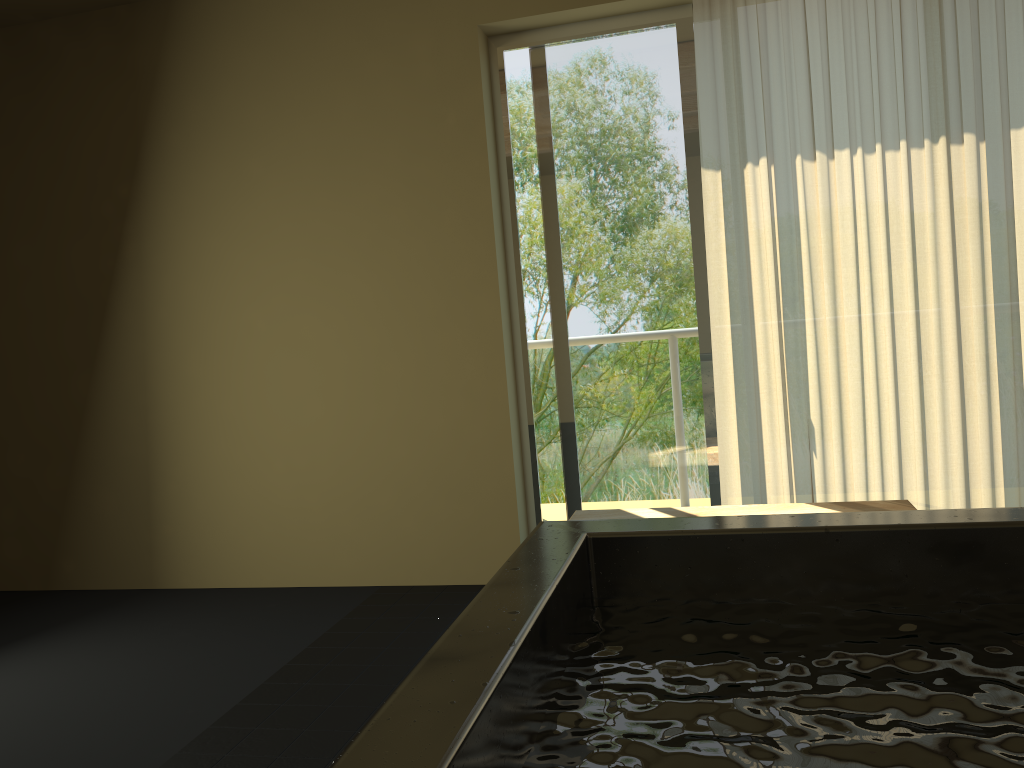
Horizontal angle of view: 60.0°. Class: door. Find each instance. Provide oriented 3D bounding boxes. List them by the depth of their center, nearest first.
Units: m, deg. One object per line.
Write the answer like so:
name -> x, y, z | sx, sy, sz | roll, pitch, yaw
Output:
door -> 0.494, -0.350, 3.723 | 1.037, 2.331, 0.063 | -4, 3, 12

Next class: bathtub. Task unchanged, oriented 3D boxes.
bathtub -> 0.968, 0.326, 0.726 | 2.131, 1.161, 1.069 | -4, 3, 14

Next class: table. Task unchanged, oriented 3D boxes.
table -> 0.732, 0.639, 2.830 | 1.124, 0.400, 0.514 | -4, 3, 14

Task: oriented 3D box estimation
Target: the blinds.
blinds -> 1.643, -0.573, 3.209 | 1.943, 2.578, 0.064 | -4, 3, 13
